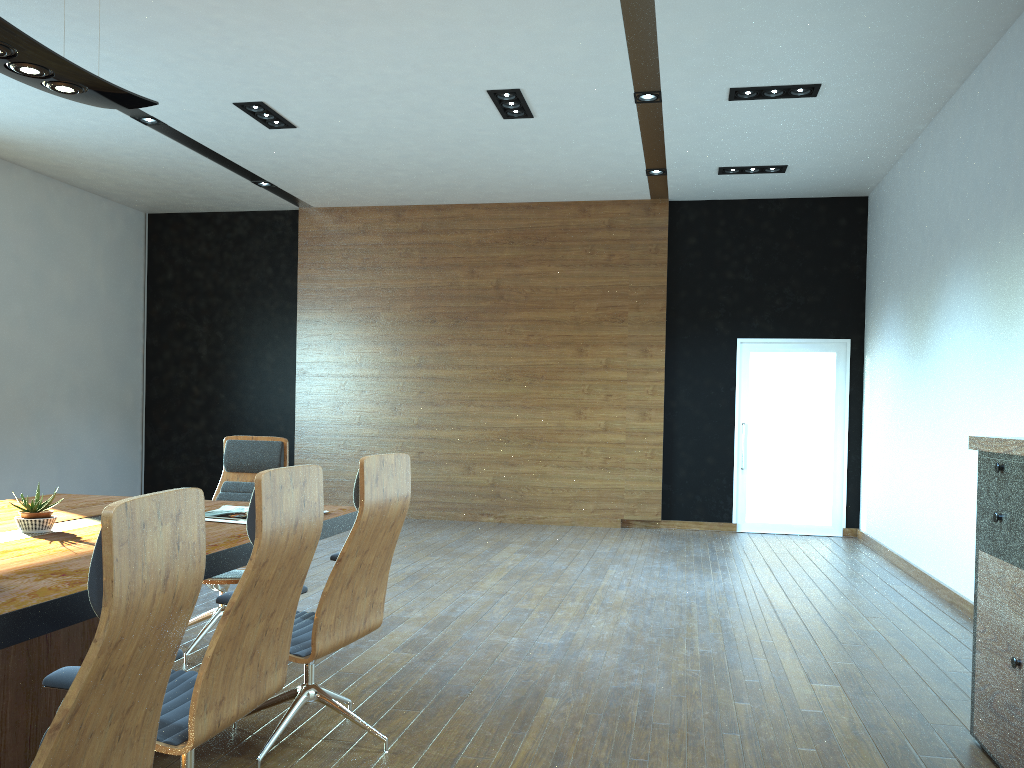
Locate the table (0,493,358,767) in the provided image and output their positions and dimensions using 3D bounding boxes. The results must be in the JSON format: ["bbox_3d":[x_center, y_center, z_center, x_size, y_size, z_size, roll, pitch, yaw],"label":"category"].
[{"bbox_3d":[-2.125,0.908,1.916,1.784,0.797,5.544,1,-2,11],"label":"table"}]

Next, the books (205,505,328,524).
[{"bbox_3d":[-1.146,0.576,3.995,0.389,0.033,0.545,0,-2,23],"label":"books"}]

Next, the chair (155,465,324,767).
[{"bbox_3d":[-0.944,0.794,2.587,0.696,1.128,0.706,1,0,12],"label":"chair"}]

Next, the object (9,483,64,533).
[{"bbox_3d":[-1.825,0.472,3.391,0.177,0.188,0.153,1,0,-14],"label":"object"}]

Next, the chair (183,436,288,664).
[{"bbox_3d":[-1.542,0.849,4.745,0.706,1.128,0.696,1,0,14],"label":"chair"}]

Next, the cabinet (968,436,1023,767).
[{"bbox_3d":[2.006,0.793,2.405,0.767,1.233,2.349,1,-1,11],"label":"cabinet"}]

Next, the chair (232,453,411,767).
[{"bbox_3d":[-0.782,0.824,3.440,0.696,1.128,0.706,1,0,18],"label":"chair"}]

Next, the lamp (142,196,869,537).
[{"bbox_3d":[-1.263,-0.346,8.046,9.389,3.709,16.689,1,-2,11],"label":"lamp"}]

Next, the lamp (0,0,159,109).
[{"bbox_3d":[-1.785,-1.763,3.290,0.340,1.200,1.197,1,0,11],"label":"lamp"}]

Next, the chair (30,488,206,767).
[{"bbox_3d":[-0.998,0.765,1.717,0.696,1.128,0.706,1,0,3],"label":"chair"}]

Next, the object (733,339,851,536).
[{"bbox_3d":[3.091,0.585,9.857,1.197,2.161,0.200,1,1,11],"label":"object"}]
